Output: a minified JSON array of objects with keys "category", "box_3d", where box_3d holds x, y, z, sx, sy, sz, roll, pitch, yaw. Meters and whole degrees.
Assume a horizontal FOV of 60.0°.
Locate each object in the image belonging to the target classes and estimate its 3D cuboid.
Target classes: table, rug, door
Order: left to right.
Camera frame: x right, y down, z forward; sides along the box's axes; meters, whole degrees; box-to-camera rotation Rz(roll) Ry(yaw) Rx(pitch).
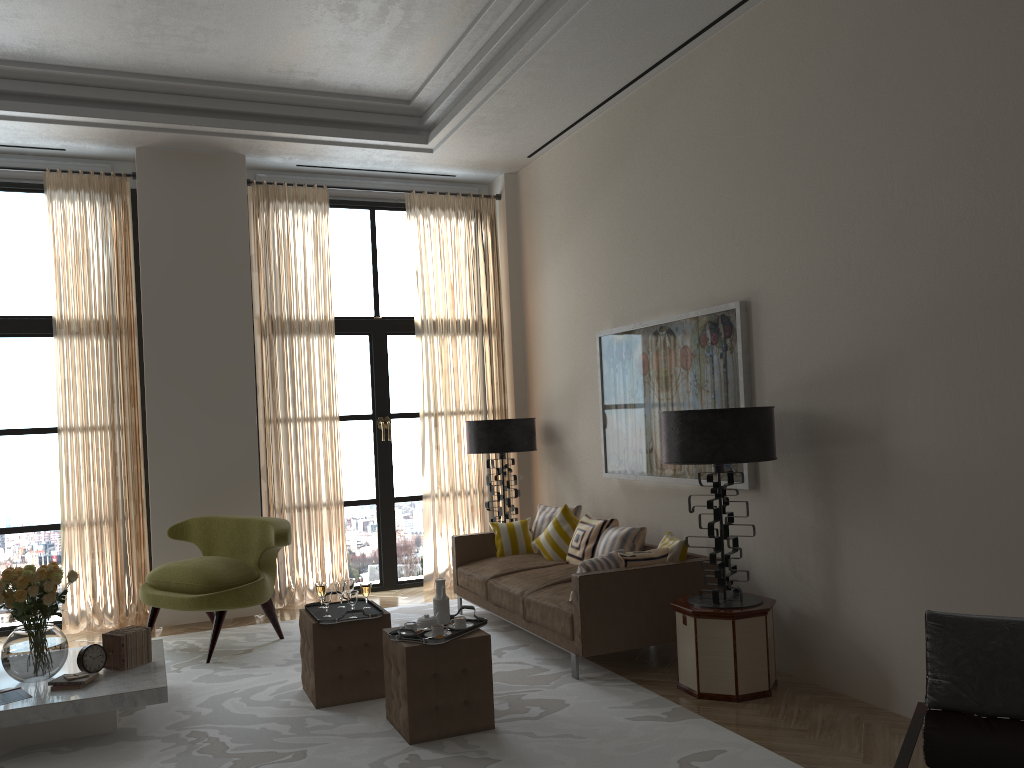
[{"category":"door","box_3d":[-5.547,0.258,9.160,3.257,4.765,0.240,-2,-1,-23]},{"category":"table","box_3d":[-3.304,2.245,6.286,1.583,0.343,1.502,-2,-2,-23]},{"category":"rug","box_3d":[-1.978,2.325,6.395,5.515,0.065,5.737,-2,-2,-23]},{"category":"door","box_3d":[-1.588,0.142,10.816,3.084,4.765,0.240,-2,-1,-23]}]

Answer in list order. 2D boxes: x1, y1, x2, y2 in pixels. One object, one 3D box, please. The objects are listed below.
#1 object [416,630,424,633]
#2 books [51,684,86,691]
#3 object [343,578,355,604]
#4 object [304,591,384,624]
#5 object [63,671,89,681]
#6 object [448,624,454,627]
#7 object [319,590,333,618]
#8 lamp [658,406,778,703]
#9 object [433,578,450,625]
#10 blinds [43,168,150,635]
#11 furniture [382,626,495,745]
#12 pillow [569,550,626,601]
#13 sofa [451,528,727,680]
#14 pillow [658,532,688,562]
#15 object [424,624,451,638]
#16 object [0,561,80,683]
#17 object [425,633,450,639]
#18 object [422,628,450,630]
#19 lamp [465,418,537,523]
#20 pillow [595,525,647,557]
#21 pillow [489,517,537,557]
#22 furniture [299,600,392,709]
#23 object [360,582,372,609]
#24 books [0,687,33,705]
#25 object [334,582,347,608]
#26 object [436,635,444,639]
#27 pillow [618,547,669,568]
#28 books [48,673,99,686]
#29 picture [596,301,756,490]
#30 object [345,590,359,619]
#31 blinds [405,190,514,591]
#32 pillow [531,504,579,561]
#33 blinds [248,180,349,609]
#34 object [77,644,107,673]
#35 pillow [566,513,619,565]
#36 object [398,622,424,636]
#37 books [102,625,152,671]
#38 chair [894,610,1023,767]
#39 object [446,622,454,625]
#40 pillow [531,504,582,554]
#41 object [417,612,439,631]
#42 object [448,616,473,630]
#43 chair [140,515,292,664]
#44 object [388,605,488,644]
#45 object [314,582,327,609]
[{"category":"object","box_3d":[-0.607,1.618,5.784,0.052,0.027,0.080,-4,-2,24]},{"category":"books","box_3d":[-2.996,2.039,6.045,0.197,0.024,0.256,-2,-2,-5]},{"category":"object","box_3d":[-1.280,1.636,6.993,0.098,0.191,0.098,-3,-1,25]},{"category":"object","box_3d":[-1.280,1.684,6.716,0.491,0.092,0.803,-2,-2,-23]},{"category":"object","box_3d":[-2.979,1.994,6.060,0.139,0.019,0.137,-1,-3,-39]},{"category":"object","box_3d":[-0.390,1.634,6.032,0.041,0.015,0.187,-3,-2,19]},{"category":"object","box_3d":[-1.368,1.622,6.541,0.098,0.191,0.098,-3,-1,3]},{"category":"lamp","box_3d":[1.532,1.189,6.458,0.829,2.018,0.830,-2,-1,-22]},{"category":"object","box_3d":[-0.491,1.502,6.121,0.113,0.305,0.125,-3,-1,14]},{"category":"blinds","box_3d":[-4.385,0.202,9.402,0.873,4.872,0.418,-2,-1,-20]},{"category":"furniture","box_3d":[-0.499,1.963,5.920,0.613,0.616,0.614,-2,-2,-23]},{"category":"pillow","box_3d":[0.673,1.550,7.076,0.498,0.428,0.327,-2,-2,-35]},{"category":"sofa","box_3d":[0.548,1.917,8.284,1.351,0.819,2.982,-2,-2,-23]},{"category":"pillow","box_3d":[1.296,1.506,7.394,0.296,0.475,0.516,-3,-2,-1]},{"category":"object","box_3d":[-0.482,1.604,5.760,0.176,0.067,0.176,-2,-2,-21]},{"category":"object","box_3d":[-3.327,1.674,6.231,0.539,0.821,0.627,-2,-1,-27]},{"category":"object","box_3d":[-0.476,1.623,5.693,0.187,0.015,0.041,-1,-3,-36]},{"category":"object","box_3d":[-0.504,1.618,5.857,0.186,0.026,0.041,-2,-2,-15]},{"category":"lamp","box_3d":[-0.089,1.421,10.364,0.829,2.018,0.830,-2,-1,-18]},{"category":"pillow","box_3d":[0.971,1.588,8.199,0.371,0.565,0.660,-2,-2,-27]},{"category":"pillow","box_3d":[0.023,1.656,9.424,0.482,0.433,0.318,-2,-1,-13]},{"category":"furniture","box_3d":[-1.260,2.031,6.718,0.613,0.616,0.614,-2,-2,-23]},{"category":"object","box_3d":[-1.115,1.620,6.782,0.098,0.191,0.098,-3,-1,3]},{"category":"books","box_3d":[-3.367,2.040,5.808,0.384,0.038,0.281,-5,-3,40]},{"category":"object","box_3d":[-1.323,1.633,6.857,0.098,0.191,0.098,-2,-1,-23]},{"category":"object","box_3d":[-0.459,1.620,5.662,0.053,0.025,0.049,-2,-2,-21]},{"category":"pillow","box_3d":[1.024,1.541,7.183,0.464,0.412,0.304,-2,-1,-24]},{"category":"books","box_3d":[-2.988,2.015,6.049,0.255,0.026,0.202,-3,-2,2]},{"category":"picture","box_3d":[1.386,0.149,7.976,0.080,1.480,2.269,-2,-2,-24]},{"category":"object","box_3d":[-1.162,1.609,6.458,0.098,0.191,0.098,-2,-1,-23]},{"category":"blinds","box_3d":[-0.629,0.092,10.974,1.241,4.872,0.419,-2,-1,-21]},{"category":"pillow","box_3d":[0.523,1.539,9.043,0.767,0.617,0.355,-3,-1,21]},{"category":"blinds","box_3d":[-2.451,0.145,10.213,0.959,4.872,0.419,-2,-1,-21]},{"category":"object","box_3d":[-2.986,1.956,6.307,0.082,0.209,0.204,-3,-2,28]},{"category":"pillow","box_3d":[0.766,1.546,8.528,0.403,0.547,0.618,-2,-2,-20]},{"category":"object","box_3d":[-0.663,1.603,5.821,0.176,0.067,0.176,-5,-3,43]},{"category":"books","box_3d":[-2.819,1.930,6.491,0.211,0.264,0.281,-3,-2,27]},{"category":"chair","box_3d":[1.852,1.484,3.132,0.878,1.135,1.134,-3,-2,32]},{"category":"object","box_3d":[-0.422,1.635,6.047,0.049,0.025,0.053,-4,-2,34]},{"category":"pillow","box_3d":[0.443,1.575,9.439,0.355,0.576,0.624,-2,-2,-44]},{"category":"object","box_3d":[-0.576,1.600,5.986,0.176,0.105,0.136,-2,-2,-26]},{"category":"object","box_3d":[-0.349,1.609,5.980,0.176,0.067,0.176,-2,-2,-24]},{"category":"chair","box_3d":[-2.884,1.910,8.405,1.792,1.213,1.029,-4,-2,35]},{"category":"object","box_3d":[-0.488,1.605,5.933,0.441,0.101,0.720,-4,-3,31]},{"category":"object","box_3d":[-1.479,1.641,6.870,0.098,0.191,0.098,-2,-1,-40]}]
